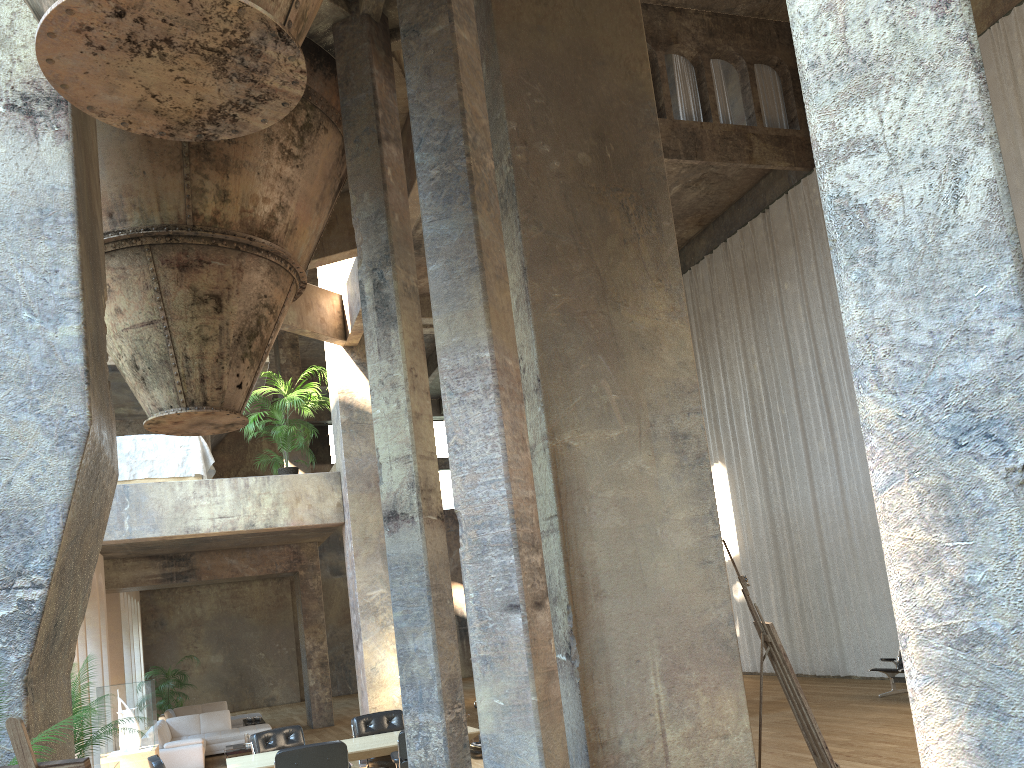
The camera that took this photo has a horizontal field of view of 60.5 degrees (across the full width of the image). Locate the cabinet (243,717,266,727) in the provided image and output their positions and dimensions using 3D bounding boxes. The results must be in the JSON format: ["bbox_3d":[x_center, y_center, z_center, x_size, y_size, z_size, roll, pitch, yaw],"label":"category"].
[{"bbox_3d":[-5.081,6.845,17.378,0.395,0.361,1.602,-3,-15,-20],"label":"cabinet"}]

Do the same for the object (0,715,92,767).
[{"bbox_3d":[-1.383,1.531,2.362,0.704,2.103,0.695,-8,-8,9],"label":"object"}]

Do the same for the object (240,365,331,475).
[{"bbox_3d":[-3.263,0.611,12.929,1.398,1.772,1.389,-4,-11,-14],"label":"object"}]

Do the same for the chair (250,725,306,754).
[{"bbox_3d":[-2.271,4.084,9.275,0.732,0.874,0.836,4,-15,-45],"label":"chair"}]

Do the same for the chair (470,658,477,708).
[{"bbox_3d":[-0.487,6.209,18.352,0.697,1.005,0.681,-5,-10,-14],"label":"chair"}]

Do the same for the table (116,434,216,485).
[{"bbox_3d":[-5.064,1.175,12.295,1.745,0.785,1.144,-2,-13,-20],"label":"table"}]

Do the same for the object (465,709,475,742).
[{"bbox_3d":[-0.980,4.063,12.082,0.682,2.103,0.717,-4,-9,-21],"label":"object"}]

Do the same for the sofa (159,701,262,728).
[{"bbox_3d":[-6.456,7.239,18.904,2.062,0.706,1.098,-2,-14,-20],"label":"sofa"}]

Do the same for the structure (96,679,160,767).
[{"bbox_3d":[-4.648,4.423,10.707,0.592,1.516,0.760,-4,-9,-20],"label":"structure"}]

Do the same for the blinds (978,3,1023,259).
[{"bbox_3d":[7.267,-0.938,9.839,0.274,8.467,8.025,-4,-11,-19],"label":"blinds"}]

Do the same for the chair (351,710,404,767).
[{"bbox_3d":[-1.330,4.066,9.641,0.728,0.874,0.841,-2,-12,-26],"label":"chair"}]

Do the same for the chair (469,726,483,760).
[{"bbox_3d":[-0.107,3.828,9.308,0.819,0.874,0.748,-2,-12,-23],"label":"chair"}]

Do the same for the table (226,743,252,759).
[{"bbox_3d":[-4.312,6.086,14.552,0.788,0.198,1.139,-2,-15,-19],"label":"table"}]

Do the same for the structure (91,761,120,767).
[{"bbox_3d":[-3.301,3.407,6.488,0.733,0.994,0.762,-3,-11,-20],"label":"structure"}]

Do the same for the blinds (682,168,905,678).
[{"bbox_3d":[4.504,1.546,17.915,0.274,8.467,8.025,-4,-11,-19],"label":"blinds"}]

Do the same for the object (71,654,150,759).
[{"bbox_3d":[-2.786,2.191,5.689,0.856,0.921,0.705,-4,-11,-17],"label":"object"}]

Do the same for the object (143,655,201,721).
[{"bbox_3d":[-7.775,7.121,19.961,1.398,1.776,1.389,-4,-11,-14],"label":"object"}]

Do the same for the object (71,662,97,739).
[{"bbox_3d":[-5.172,3.663,10.131,0.686,0.920,0.880,-1,-12,-29],"label":"object"}]

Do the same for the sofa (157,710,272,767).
[{"bbox_3d":[-5.112,6.030,14.978,2.059,0.706,3.004,-2,-15,-19],"label":"sofa"}]

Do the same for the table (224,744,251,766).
[{"bbox_3d":[-4.196,5.959,14.210,0.857,0.241,0.379,-2,-14,-20],"label":"table"}]

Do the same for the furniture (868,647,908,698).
[{"bbox_3d":[5.740,3.827,11.911,0.706,0.824,1.920,-3,-14,-20],"label":"furniture"}]

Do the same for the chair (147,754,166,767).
[{"bbox_3d":[-2.973,3.912,8.306,0.819,0.874,0.748,-2,-12,-25],"label":"chair"}]

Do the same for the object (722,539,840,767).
[{"bbox_3d":[1.781,2.047,5.763,0.686,2.103,0.714,-8,-8,6],"label":"object"}]

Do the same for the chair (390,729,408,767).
[{"bbox_3d":[-0.761,3.637,8.290,0.728,0.874,0.842,-5,-11,-13],"label":"chair"}]

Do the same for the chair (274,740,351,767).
[{"bbox_3d":[-1.811,3.667,7.919,0.727,0.874,0.842,-3,-12,-19],"label":"chair"}]

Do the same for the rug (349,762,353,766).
[{"bbox_3d":[-3.574,5.532,12.451,2.456,0.009,1.381,-2,-16,-19],"label":"rug"}]

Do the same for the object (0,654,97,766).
[{"bbox_3d":[-2.019,1.485,3.384,0.688,0.920,0.878,-7,-11,0],"label":"object"}]

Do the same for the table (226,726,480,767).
[{"bbox_3d":[-1.560,3.963,8.788,2.404,0.686,1.133,-2,-14,-20],"label":"table"}]
